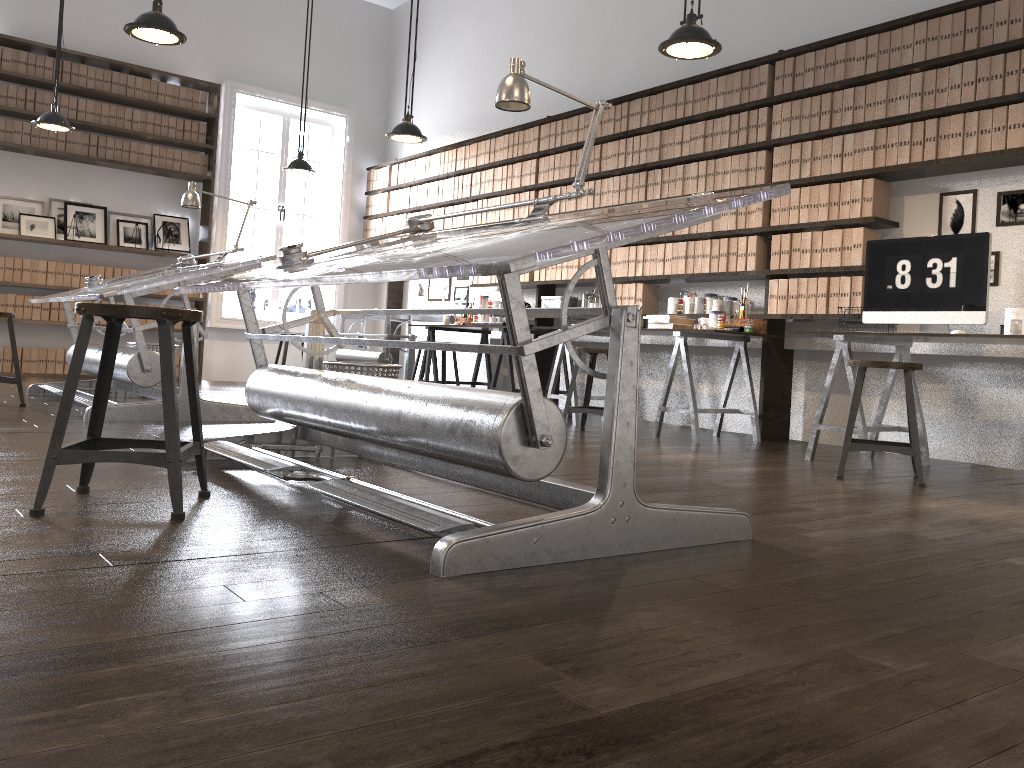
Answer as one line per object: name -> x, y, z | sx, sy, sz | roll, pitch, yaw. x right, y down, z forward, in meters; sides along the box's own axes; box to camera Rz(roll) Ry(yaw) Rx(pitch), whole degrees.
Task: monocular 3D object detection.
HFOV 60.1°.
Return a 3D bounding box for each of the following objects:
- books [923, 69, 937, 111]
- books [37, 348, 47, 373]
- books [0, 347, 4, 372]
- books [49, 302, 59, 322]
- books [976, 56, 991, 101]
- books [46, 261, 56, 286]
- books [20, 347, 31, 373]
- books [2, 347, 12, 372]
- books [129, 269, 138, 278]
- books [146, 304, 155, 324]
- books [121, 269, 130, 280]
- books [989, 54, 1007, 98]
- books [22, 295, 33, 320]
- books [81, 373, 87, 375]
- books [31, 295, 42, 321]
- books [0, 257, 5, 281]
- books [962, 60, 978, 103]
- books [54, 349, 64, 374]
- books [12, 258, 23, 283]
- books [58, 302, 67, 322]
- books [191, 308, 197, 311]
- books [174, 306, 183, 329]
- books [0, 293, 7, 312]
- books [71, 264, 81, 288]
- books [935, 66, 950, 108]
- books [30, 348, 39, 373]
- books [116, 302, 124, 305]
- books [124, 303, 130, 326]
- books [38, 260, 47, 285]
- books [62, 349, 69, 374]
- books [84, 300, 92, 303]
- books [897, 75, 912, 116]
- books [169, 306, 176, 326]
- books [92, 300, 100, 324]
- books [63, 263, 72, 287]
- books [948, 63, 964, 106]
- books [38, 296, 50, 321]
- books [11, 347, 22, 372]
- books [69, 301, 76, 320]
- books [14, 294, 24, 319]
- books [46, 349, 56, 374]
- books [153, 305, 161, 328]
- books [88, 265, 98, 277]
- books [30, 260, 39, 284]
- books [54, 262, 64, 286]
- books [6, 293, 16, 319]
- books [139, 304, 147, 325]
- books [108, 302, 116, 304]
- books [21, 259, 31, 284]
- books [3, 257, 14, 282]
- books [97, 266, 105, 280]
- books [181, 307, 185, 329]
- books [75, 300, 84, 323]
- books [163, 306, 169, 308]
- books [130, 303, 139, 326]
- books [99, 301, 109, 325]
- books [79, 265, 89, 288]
books -> 2.312, -1.573, 4.812 | 0.174, 0.226, 0.067 | 3, -1, -37
books -> -4.342, -0.213, 8.158 | 0.067, 0.226, 0.175 | 4, 0, -37
books -> -4.621, -0.223, 7.950 | 0.066, 0.226, 0.174 | 4, 0, -37
books -> -4.257, -0.693, 8.212 | 0.067, 0.226, 0.175 | 4, 0, -37
books -> 2.478, -1.555, 4.582 | 0.174, 0.226, 0.067 | 3, -1, -37
books -> -4.277, -1.016, 8.188 | 0.067, 0.226, 0.175 | 4, 0, -37
books -> -4.449, -0.217, 8.086 | 0.066, 0.226, 0.175 | 4, 0, -37
books -> -4.567, -0.221, 7.997 | 0.066, 0.226, 0.175 | 4, 0, -37
books -> -3.708, -0.997, 8.619 | 0.066, 0.226, 0.174 | 4, 0, -37
books -> -3.584, -0.670, 8.720 | 0.067, 0.226, 0.175 | 4, 0, -37
books -> -3.768, -0.999, 8.580 | 0.066, 0.226, 0.175 | 4, 0, -37
books -> 2.520, -1.551, 4.534 | 0.174, 0.226, 0.067 | 3, -1, -37
books -> -4.432, -0.699, 8.085 | 0.066, 0.226, 0.174 | 4, 0, -37
books -> -4.062, -0.204, 8.376 | 0.066, 0.226, 0.175 | 4, 0, -37
books -> -4.374, -0.697, 8.124 | 0.066, 0.226, 0.174 | 4, 0, -37
books -> -4.605, -1.027, 7.941 | 0.066, 0.226, 0.174 | 4, 0, -37
books -> 2.435, -1.560, 4.639 | 0.174, 0.226, 0.067 | 3, -1, -37
books -> -4.229, -0.210, 8.248 | 0.066, 0.226, 0.174 | 4, 0, -37
books -> -4.494, -1.024, 8.030 | 0.066, 0.226, 0.175 | 4, 0, -37
books -> -4.201, -0.691, 8.261 | 0.066, 0.226, 0.175 | 4, 0, -37
books -> -3.257, -0.659, 8.968 | 0.066, 0.226, 0.174 | 4, 0, -37
books -> -3.372, -0.663, 8.886 | 0.066, 0.226, 0.175 | 4, 0, -37
books -> -4.595, -0.705, 7.961 | 0.066, 0.226, 0.175 | 4, 0, -37
books -> -4.111, -1.011, 8.316 | 0.066, 0.226, 0.174 | 4, 0, -37
books -> 2.355, -1.568, 4.757 | 0.174, 0.226, 0.067 | 3, -1, -37
books -> -4.395, -0.215, 8.124 | 0.066, 0.226, 0.175 | 4, 0, -37
books -> -3.808, -0.678, 8.549 | 0.066, 0.226, 0.175 | 4, 0, -37
books -> -3.753, -0.676, 8.595 | 0.066, 0.226, 0.174 | 4, 0, -37
books -> -4.336, -1.018, 8.146 | 0.066, 0.226, 0.175 | 4, 0, -37
books -> -4.168, -0.208, 8.291 | 0.067, 0.226, 0.175 | 4, 0, -37
books -> -4.036, -0.686, 8.386 | 0.066, 0.226, 0.174 | 4, 0, -37
books -> 2.224, -1.582, 4.925 | 0.174, 0.226, 0.067 | 3, -1, -37
books -> -3.423, -0.665, 8.841 | 0.067, 0.226, 0.175 | 4, 0, -37
books -> -3.979, -0.684, 8.427 | 0.066, 0.226, 0.175 | 4, 0, -37
books -> -4.169, -1.013, 8.277 | 0.066, 0.226, 0.174 | 4, 0, -37
books -> 2.394, -1.564, 4.699 | 0.174, 0.226, 0.067 | 3, -1, -37
books -> -4.320, -0.695, 8.171 | 0.066, 0.226, 0.175 | 4, 0, -37
books -> -4.504, -0.219, 8.037 | 0.067, 0.226, 0.175 | 4, 0, -37
books -> -4.145, -0.689, 8.295 | 0.066, 0.226, 0.175 | 4, 0, -37
books -> -4.489, -0.701, 8.042 | 0.066, 0.226, 0.175 | 4, 0, -37
books -> -4.284, -0.211, 8.202 | 0.066, 0.226, 0.175 | 4, 0, -37
books -> -3.528, -0.668, 8.765 | 0.066, 0.226, 0.175 | 4, 0, -37
books -> -3.993, -1.007, 8.401 | 0.067, 0.226, 0.175 | 4, 0, -37
books -> -4.387, -1.020, 8.110 | 0.066, 0.226, 0.175 | 4, 0, -37
books -> -4.223, -1.015, 8.234 | 0.066, 0.226, 0.175 | 4, 0, -37
books -> -4.539, -0.702, 7.997 | 0.067, 0.226, 0.175 | 4, 0, -37
books -> -3.643, -0.672, 8.681 | 0.066, 0.226, 0.175 | 4, 0, -37
books -> -3.866, -0.680, 8.505 | 0.067, 0.226, 0.175 | 4, 0, -37
books -> -4.437, -1.022, 8.066 | 0.067, 0.226, 0.175 | 4, 0, -37
books -> -4.551, -1.026, 7.987 | 0.066, 0.226, 0.174 | 4, 0, -37
books -> -3.946, -1.005, 8.442 | 0.066, 0.226, 0.175 | 4, 0, -37
books -> -3.316, -0.661, 8.929 | 0.066, 0.226, 0.174 | 4, 0, -37
books -> -4.089, -0.687, 8.341 | 0.066, 0.226, 0.174 | 4, 0, -37
books -> -3.479, -0.667, 8.804 | 0.066, 0.226, 0.175 | 4, 0, -37
books -> -3.699, -0.674, 8.640 | 0.066, 0.226, 0.174 | 4, 0, -37
books -> -3.919, -0.682, 8.471 | 0.066, 0.226, 0.175 | 4, 0, -37
books -> -4.051, -1.009, 8.357 | 0.066, 0.226, 0.175 | 4, 0, -37
